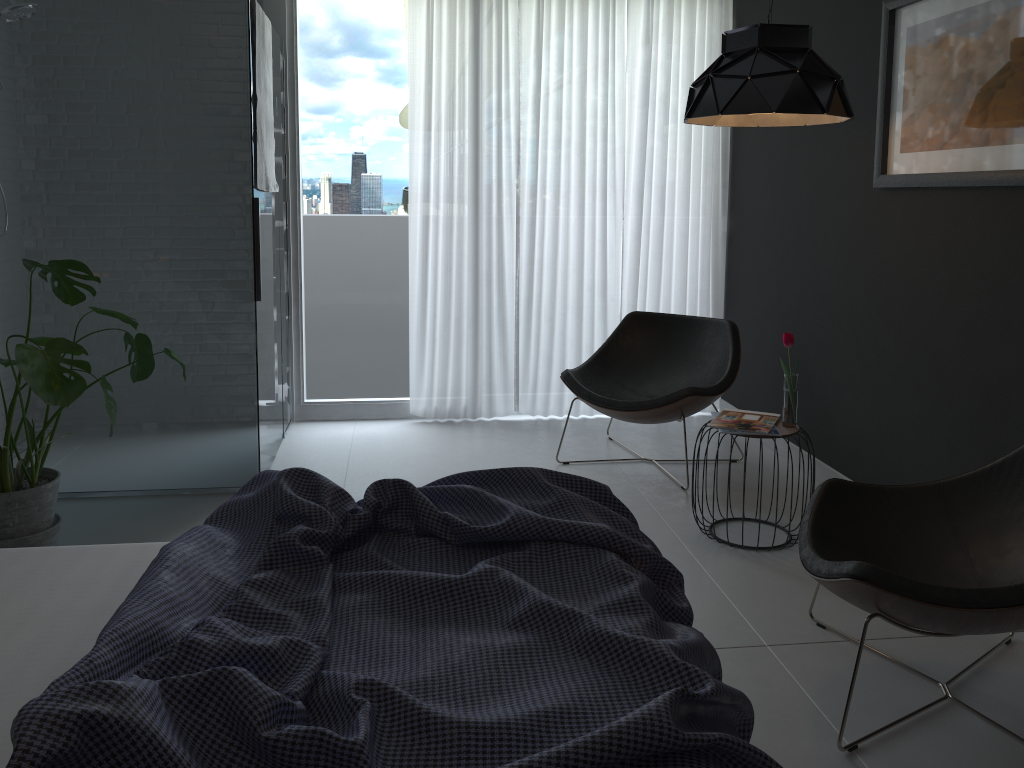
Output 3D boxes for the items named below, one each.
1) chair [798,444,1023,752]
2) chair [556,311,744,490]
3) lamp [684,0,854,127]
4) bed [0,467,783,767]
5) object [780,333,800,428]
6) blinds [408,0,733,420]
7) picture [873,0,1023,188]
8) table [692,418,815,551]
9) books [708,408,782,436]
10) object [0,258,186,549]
[{"bbox_3d":[1.165,0.477,2.275,0.814,0.683,0.799,3,10,13],"label":"chair"},{"bbox_3d":[0.687,0.037,4.311,0.793,0.683,0.821,8,12,34],"label":"chair"},{"bbox_3d":[0.925,-1.398,3.152,0.583,0.893,0.615,2,9,10],"label":"lamp"},{"bbox_3d":[-0.863,-0.035,1.385,2.608,2.020,2.591,-1,10,-7],"label":"bed"},{"bbox_3d":[1.037,-0.013,3.302,0.066,0.352,0.077,4,8,24],"label":"object"},{"bbox_3d":[0.344,-1.136,5.000,1.853,2.669,0.138,-1,7,-8],"label":"blinds"},{"bbox_3d":[1.580,-0.933,2.522,0.041,0.713,1.975,0,12,-7],"label":"picture"},{"bbox_3d":[0.920,0.367,3.381,0.452,0.431,0.455,-5,11,-30],"label":"table"},{"bbox_3d":[-2.552,0.687,1.507,8.259,0.368,0.409,-6,12,-28],"label":"books"},{"bbox_3d":[-1.682,0.084,3.132,0.851,1.037,1.002,2,10,11],"label":"object"}]
